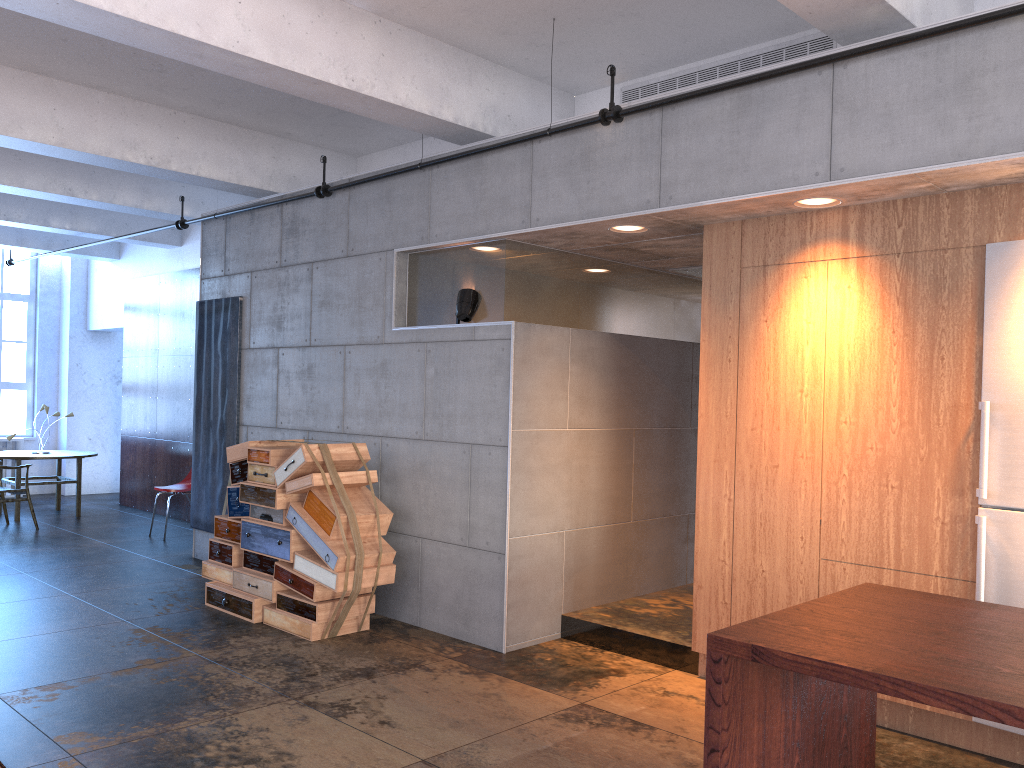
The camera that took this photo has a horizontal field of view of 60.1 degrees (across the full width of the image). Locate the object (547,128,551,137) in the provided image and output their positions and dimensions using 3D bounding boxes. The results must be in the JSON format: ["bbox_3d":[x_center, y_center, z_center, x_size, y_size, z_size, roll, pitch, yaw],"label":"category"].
[{"bbox_3d":[4.832,0.647,2.314,0.052,0.051,0.064,1,0,37],"label":"object"}]

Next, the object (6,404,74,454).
[{"bbox_3d":[-5.951,0.561,11.194,0.791,0.624,0.234,2,0,-44],"label":"object"}]

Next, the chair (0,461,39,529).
[{"bbox_3d":[-5.842,1.238,10.005,0.714,0.864,0.686,1,0,31],"label":"chair"}]

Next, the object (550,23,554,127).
[{"bbox_3d":[4.773,0.646,2.433,0.059,0.060,0.050,2,0,-11],"label":"object"}]

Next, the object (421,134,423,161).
[{"bbox_3d":[4.839,0.661,2.427,0.063,0.053,0.051,2,0,2],"label":"object"}]

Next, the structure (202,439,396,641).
[{"bbox_3d":[-1.636,1.057,6.503,1.872,1.315,0.652,1,0,44],"label":"structure"}]

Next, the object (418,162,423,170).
[{"bbox_3d":[4.829,0.707,2.401,0.063,0.053,0.051,2,0,-3],"label":"object"}]

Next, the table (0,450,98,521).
[{"bbox_3d":[-5.984,1.303,11.205,1.312,0.851,1.307,2,-1,-2],"label":"table"}]

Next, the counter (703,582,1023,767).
[{"bbox_3d":[3.316,1.277,0.806,6.512,0.971,1.167,1,-1,44],"label":"counter"}]

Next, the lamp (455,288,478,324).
[{"bbox_3d":[-0.308,-0.530,6.125,0.168,0.259,0.215,1,0,26],"label":"lamp"}]

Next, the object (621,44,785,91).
[{"bbox_3d":[2.819,-0.688,4.408,0.059,2.868,5.827,1,0,-45],"label":"object"}]

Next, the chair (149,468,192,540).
[{"bbox_3d":[-3.676,1.231,9.982,0.418,0.988,0.670,2,0,44],"label":"chair"}]

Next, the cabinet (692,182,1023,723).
[{"bbox_3d":[4.801,0.389,3.420,7.932,2.562,2.431,1,-1,44],"label":"cabinet"}]

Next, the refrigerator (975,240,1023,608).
[{"bbox_3d":[2.594,0.437,3.933,0.936,2.191,0.224,2,0,41],"label":"refrigerator"}]

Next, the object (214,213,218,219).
[{"bbox_3d":[4.870,0.672,2.379,0.053,0.052,0.061,2,0,2],"label":"object"}]
